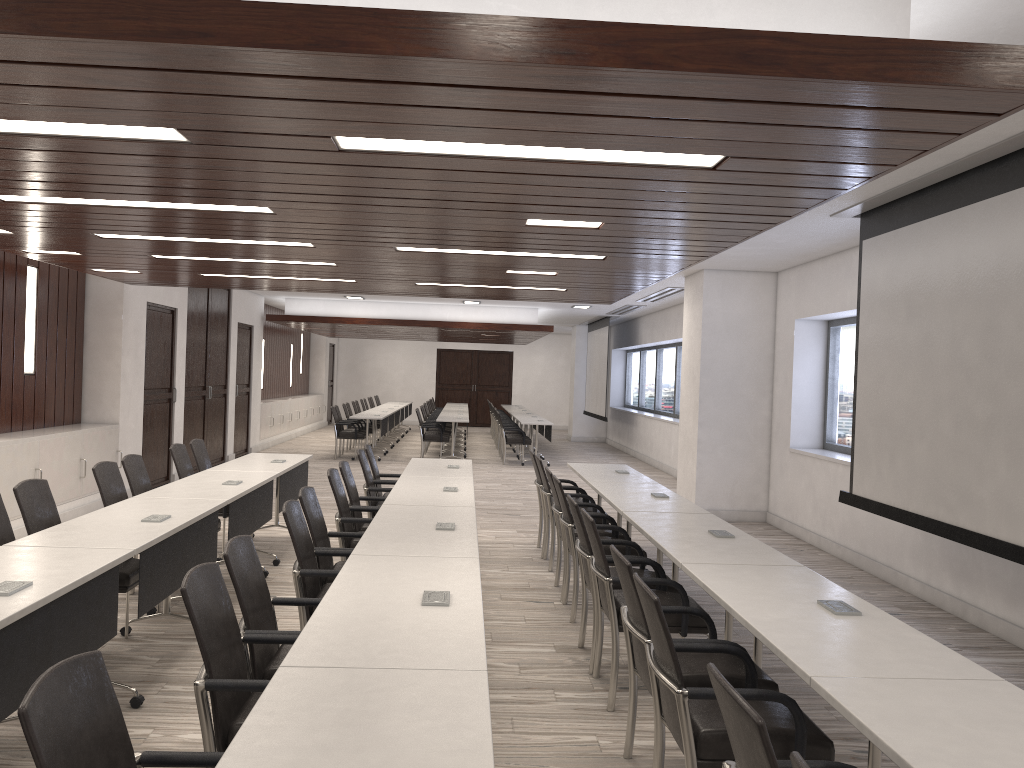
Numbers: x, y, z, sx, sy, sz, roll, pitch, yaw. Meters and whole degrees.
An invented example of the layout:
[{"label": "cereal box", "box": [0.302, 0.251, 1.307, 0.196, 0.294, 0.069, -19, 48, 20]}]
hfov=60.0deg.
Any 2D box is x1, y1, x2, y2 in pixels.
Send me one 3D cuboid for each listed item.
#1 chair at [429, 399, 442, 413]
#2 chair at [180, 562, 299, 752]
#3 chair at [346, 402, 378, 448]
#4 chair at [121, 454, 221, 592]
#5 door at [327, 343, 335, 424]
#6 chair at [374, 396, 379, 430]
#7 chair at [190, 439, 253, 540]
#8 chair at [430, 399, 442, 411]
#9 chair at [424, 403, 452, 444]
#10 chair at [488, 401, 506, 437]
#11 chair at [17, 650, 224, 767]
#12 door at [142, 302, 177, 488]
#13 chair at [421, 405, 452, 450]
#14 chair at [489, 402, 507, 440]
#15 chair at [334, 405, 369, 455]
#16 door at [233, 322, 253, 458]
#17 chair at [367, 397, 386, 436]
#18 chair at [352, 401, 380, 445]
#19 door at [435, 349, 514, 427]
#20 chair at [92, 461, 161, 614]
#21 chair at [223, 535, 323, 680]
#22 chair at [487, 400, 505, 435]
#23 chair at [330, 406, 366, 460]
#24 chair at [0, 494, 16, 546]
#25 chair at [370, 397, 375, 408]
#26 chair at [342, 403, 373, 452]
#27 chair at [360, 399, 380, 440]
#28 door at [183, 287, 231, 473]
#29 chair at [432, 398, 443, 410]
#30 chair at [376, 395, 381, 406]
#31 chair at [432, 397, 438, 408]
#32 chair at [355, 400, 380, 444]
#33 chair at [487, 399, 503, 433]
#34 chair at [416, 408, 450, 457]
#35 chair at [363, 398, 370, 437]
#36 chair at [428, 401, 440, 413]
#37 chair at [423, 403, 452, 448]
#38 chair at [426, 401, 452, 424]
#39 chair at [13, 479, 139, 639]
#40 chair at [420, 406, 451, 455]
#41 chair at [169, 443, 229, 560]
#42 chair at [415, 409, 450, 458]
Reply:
[{"label": "chair", "box": [-1.771, 0.861, 22.156, 0.638, 0.939, 0.513, 2, 1, -3]}, {"label": "chair", "box": [-0.757, 1.085, 2.945, 0.638, 0.939, 0.513, 2, 1, -3]}, {"label": "chair", "box": [-3.072, 0.854, 18.046, 0.638, 0.939, 0.513, 2, 1, -2]}, {"label": "chair", "box": [-2.474, 0.988, 6.422, 0.638, 0.939, 0.513, 2, 1, -4]}, {"label": "door", "box": [-5.295, -0.012, 25.608, 0.200, 2.323, 1.163, 2, 1, -3]}, {"label": "chair", "box": [-3.361, 0.789, 23.587, 0.638, 0.939, 0.513, 2, 1, -3]}, {"label": "chair", "box": [-2.549, 0.971, 7.952, 0.638, 0.939, 0.513, 2, 1, -3]}, {"label": "chair", "box": [-1.791, 0.855, 22.675, 0.638, 0.939, 0.513, 2, 1, -3]}, {"label": "chair", "box": [-1.644, 0.890, 19.627, 0.638, 0.939, 0.513, 2, 1, -2]}, {"label": "chair", "box": [-0.309, 0.909, 22.759, 0.638, 0.939, 0.513, 2, 1, -3]}, {"label": "chair", "box": [-0.709, 1.096, 1.956, 0.638, 0.939, 0.513, 2, 1, -3]}, {"label": "door", "box": [-4.546, 0.155, 11.276, 0.200, 2.323, 1.163, 2, 1, -3]}, {"label": "chair", "box": [-1.552, 0.909, 18.112, 0.638, 0.939, 0.513, 2, 1, -3]}, {"label": "chair", "box": [-0.283, 0.915, 22.226, 0.638, 0.939, 0.513, 2, 1, -4]}, {"label": "chair", "box": [-2.994, 0.871, 16.512, 0.638, 0.939, 0.513, 2, 1, -4]}, {"label": "door", "box": [-4.769, 0.105, 15.541, 0.200, 2.323, 1.163, 2, 1, -3]}, {"label": "chair", "box": [-3.290, 0.807, 22.069, 0.638, 0.939, 0.513, 2, 1, -4]}, {"label": "chair", "box": [-3.132, 0.842, 19.023, 0.638, 0.939, 0.513, 2, 1, -2]}, {"label": "door", "box": [-1.153, 0.126, 26.986, 2.329, 2.323, 0.200, 2, 1, -3]}, {"label": "chair", "box": [-2.432, 0.995, 5.903, 0.638, 0.939, 0.513, 2, 1, -3]}, {"label": "chair", "box": [-0.793, 1.078, 3.464, 0.638, 0.939, 0.513, 2, 1, -3]}, {"label": "chair", "box": [-0.363, 0.897, 23.747, 0.638, 0.939, 0.513, 2, 1, -2]}, {"label": "chair", "box": [-2.958, 0.878, 15.991, 0.638, 0.939, 0.513, 2, 1, -2]}, {"label": "chair", "box": [-2.354, 1.013, 4.380, 0.638, 0.939, 0.513, 2, 1, -2]}, {"label": "chair", "box": [-3.317, 0.801, 22.594, 0.638, 0.939, 0.513, 2, 1, -3]}, {"label": "chair", "box": [-3.045, 0.860, 17.514, 0.638, 0.939, 0.513, 2, 1, -3]}, {"label": "chair", "box": [-3.215, 0.824, 20.548, 0.638, 0.939, 0.513, 2, 1, -3]}, {"label": "door", "box": [-4.647, -0.152, 13.408, 0.200, 2.889, 2.327, 2, 1, -3]}, {"label": "chair", "box": [-1.839, 0.844, 23.674, 0.638, 0.939, 0.513, 2, 1, -3]}, {"label": "chair", "box": [-3.392, 0.783, 24.110, 0.638, 0.939, 0.513, 2, 1, -3]}, {"label": "chair", "box": [-1.883, 0.837, 24.190, 0.638, 0.939, 0.513, 2, 1, -4]}, {"label": "chair", "box": [-3.153, 0.836, 19.542, 0.638, 0.939, 0.513, 2, 1, -3]}, {"label": "chair", "box": [-0.382, 0.891, 24.268, 0.638, 0.939, 0.513, 2, 1, -3]}, {"label": "chair", "box": [-1.488, 0.925, 16.603, 0.638, 0.939, 0.513, 2, 1, -4]}, {"label": "chair", "box": [-3.226, 0.819, 21.072, 0.638, 0.939, 0.513, 2, 1, -4]}, {"label": "chair", "box": [-1.714, 0.873, 21.158, 0.638, 0.939, 0.513, 2, 1, -3]}, {"label": "chair", "box": [-1.614, 0.897, 19.111, 0.638, 0.939, 0.513, 2, 1, -3]}, {"label": "chair", "box": [-1.697, 0.879, 20.634, 0.638, 0.939, 0.513, 2, 1, -3]}, {"label": "chair", "box": [-2.382, 1.006, 4.910, 0.638, 0.939, 0.513, 2, 1, -4]}, {"label": "chair", "box": [-1.526, 0.915, 17.593, 0.638, 0.939, 0.513, 2, 1, -4]}, {"label": "chair", "box": [-2.521, 0.977, 7.423, 0.638, 0.939, 0.513, 2, 1, -4]}, {"label": "chair", "box": [-1.448, 0.932, 16.071, 0.638, 0.939, 0.513, 2, 1, -3]}]
